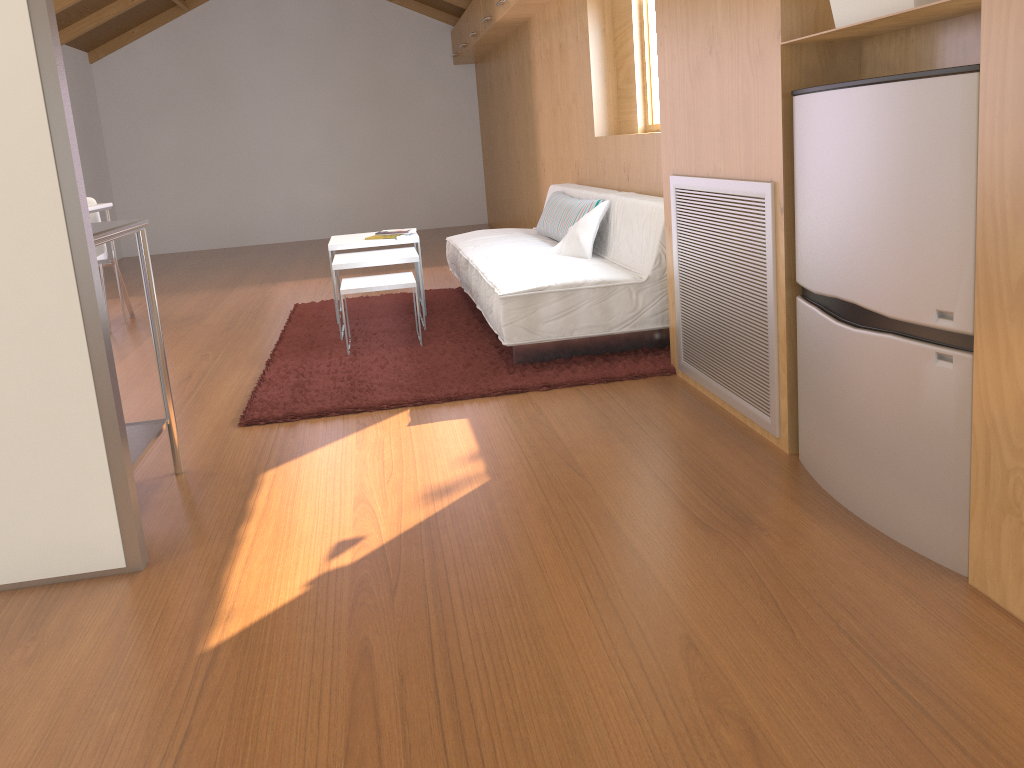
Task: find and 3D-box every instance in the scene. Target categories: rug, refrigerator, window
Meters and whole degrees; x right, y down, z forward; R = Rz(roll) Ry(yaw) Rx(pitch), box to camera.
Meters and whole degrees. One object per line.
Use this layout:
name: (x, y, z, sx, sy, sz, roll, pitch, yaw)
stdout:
rug: (-0.231, -0.277, 4.485, 1.887, 0.020, 2.519, -7, 15, -8)
refrigerator: (0.885, -0.190, 2.012, 0.262, 0.972, 0.724, -6, 13, -8)
window: (0.830, -1.547, 3.967, 0.035, 0.778, 1.520, -6, 15, -8)

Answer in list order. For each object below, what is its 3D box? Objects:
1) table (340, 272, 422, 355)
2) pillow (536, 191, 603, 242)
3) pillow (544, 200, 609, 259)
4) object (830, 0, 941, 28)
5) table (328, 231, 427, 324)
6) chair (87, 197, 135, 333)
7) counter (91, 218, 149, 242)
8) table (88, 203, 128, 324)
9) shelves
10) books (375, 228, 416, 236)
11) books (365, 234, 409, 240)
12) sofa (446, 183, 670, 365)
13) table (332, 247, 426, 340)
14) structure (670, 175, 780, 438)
table: (-0.622, -0.341, 4.203, 0.342, 0.304, 0.375, -7, 14, -8)
pillow: (0.295, -0.909, 4.861, 0.171, 0.247, 1.058, -6, 15, -8)
pillow: (0.318, -0.743, 4.244, 0.347, 0.248, 0.270, 9, 19, 44)
object: (0.844, -0.846, 1.895, 0.203, 0.121, 0.355, -7, 15, -8)
table: (-0.764, -0.622, 5.028, 0.486, 0.431, 0.532, -7, 14, -8)
chair: (-2.679, -0.714, 5.333, 0.532, 0.774, 0.555, -6, 13, -8)
counter: (-2.052, -0.272, 2.135, 2.111, 0.021, 0.660, -7, 15, -8)
table: (-2.918, -0.558, 4.915, 1.210, 0.731, 0.913, -7, 14, -8)
shelves: (-2.021, 0.108, 2.210, 2.095, 0.741, 0.642, -7, 13, -8)
books: (-0.645, -0.845, 4.919, 0.193, 0.016, 0.155, -2, 16, 11)
books: (-0.683, -0.806, 4.847, 0.193, 0.016, 0.155, 1, 16, 21)
sofa: (0.175, -0.660, 4.596, 0.863, 0.619, 2.391, -7, 15, -8)
table: (-0.688, -0.479, 4.585, 0.425, 0.377, 0.466, -7, 14, -8)
structure: (0.665, -0.299, 2.844, 0.013, 0.710, 0.832, -6, 14, -8)
